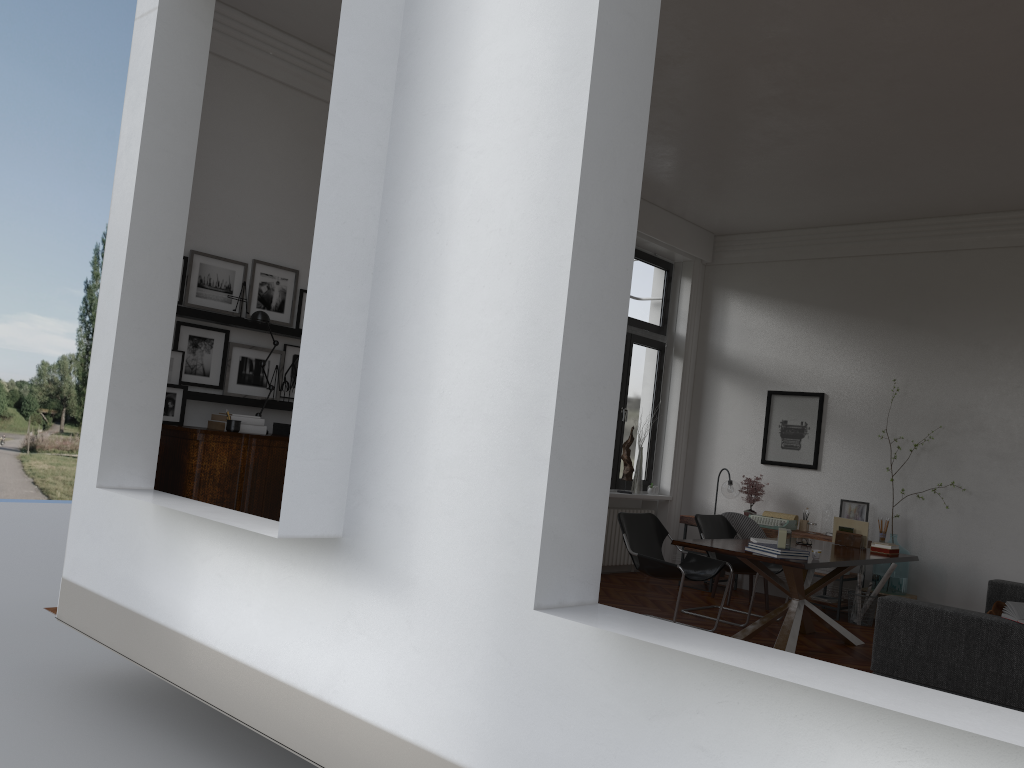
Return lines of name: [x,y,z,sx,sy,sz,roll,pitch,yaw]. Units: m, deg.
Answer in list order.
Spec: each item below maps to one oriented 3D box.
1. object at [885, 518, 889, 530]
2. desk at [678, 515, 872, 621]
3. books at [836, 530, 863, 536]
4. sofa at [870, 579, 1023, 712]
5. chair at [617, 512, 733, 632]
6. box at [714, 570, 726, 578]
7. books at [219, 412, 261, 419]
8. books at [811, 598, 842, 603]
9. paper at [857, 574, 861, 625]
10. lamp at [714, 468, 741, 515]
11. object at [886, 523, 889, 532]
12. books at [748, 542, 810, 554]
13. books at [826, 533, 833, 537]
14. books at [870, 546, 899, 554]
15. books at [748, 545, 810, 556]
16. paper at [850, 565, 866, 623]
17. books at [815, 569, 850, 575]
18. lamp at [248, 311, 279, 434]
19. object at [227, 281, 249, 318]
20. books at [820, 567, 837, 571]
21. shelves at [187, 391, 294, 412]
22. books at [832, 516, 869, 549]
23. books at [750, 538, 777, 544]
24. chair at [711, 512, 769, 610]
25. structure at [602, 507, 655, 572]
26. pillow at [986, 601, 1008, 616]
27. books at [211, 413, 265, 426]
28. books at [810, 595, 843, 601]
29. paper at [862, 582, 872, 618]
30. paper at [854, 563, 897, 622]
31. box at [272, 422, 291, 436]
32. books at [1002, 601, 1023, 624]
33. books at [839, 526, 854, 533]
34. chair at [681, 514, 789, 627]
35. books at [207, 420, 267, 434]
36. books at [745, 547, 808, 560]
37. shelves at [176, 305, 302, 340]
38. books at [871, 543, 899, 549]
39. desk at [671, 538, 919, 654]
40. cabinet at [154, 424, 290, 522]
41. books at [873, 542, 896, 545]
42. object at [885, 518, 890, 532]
object: [3.157,1.225,7.489,0.044,0.194,0.008,7,-3,-17]
desk: [2.632,1.850,9.093,1.797,0.757,0.648,3,-4,43]
books: [2.894,1.336,7.623,0.221,0.124,0.029,3,-4,43]
sofa: [3.513,1.741,5.911,1.261,0.828,2.649,3,-5,43]
chair: [1.218,1.491,6.966,0.745,0.872,0.754,4,-4,43]
box: [2.072,2.002,9.484,0.296,0.082,0.318,3,-5,43]
books: [-1.759,0.203,5.720,0.179,0.014,0.201,3,-5,43]
books: [3.040,2.085,8.569,0.196,0.014,0.268,3,-5,41]
paper: [3.210,1.993,8.196,0.073,0.478,0.033,7,-2,-10]
lamp: [2.292,1.187,9.599,0.208,0.549,0.441,7,-3,-24]
object: [3.155,1.223,7.464,0.008,0.195,0.036,8,-3,-35]
books: [1.846,1.136,6.141,0.250,0.017,0.344,8,-4,-22]
books: [3.208,1.496,8.781,0.213,0.031,0.129,7,-4,-10]
books: [3.118,1.387,7.409,0.159,0.040,0.216,3,-5,45]
books: [1.844,1.153,6.140,0.250,0.017,0.344,8,-4,-22]
paper: [3.272,1.936,8.370,0.047,0.625,0.294,5,-3,35]
books: [3.086,1.804,8.541,0.225,0.038,0.309,3,-5,42]
lamp: [-1.668,-0.067,5.923,0.174,0.802,0.491,6,-3,7]
object: [-1.840,-0.569,5.974,0.040,0.260,0.175,4,-4,43]
books: [3.090,1.770,8.555,0.225,0.038,0.309,3,-5,43]
shelves: [-1.856,0.116,5.995,0.155,0.055,1.517,3,-5,43]
books: [2.942,1.290,7.706,0.309,0.239,0.043,3,-4,42]
books: [2.021,1.253,7.001,0.231,0.026,0.326,6,-4,8]
chair: [2.256,1.706,8.649,0.715,0.899,0.548,4,-3,35]
structure: [1.090,1.757,9.779,0.225,0.777,1.456,4,-4,43]
pillow: [2.956,1.435,5.185,0.470,0.396,0.330,7,-3,-10]
books: [-1.775,0.231,5.736,0.254,0.044,0.240,3,-5,43]
books: [3.042,2.069,8.569,0.268,0.014,0.196,9,-5,-36]
paper: [3.322,2.056,8.333,0.126,0.388,0.026,7,-3,-25]
paper: [3.354,1.932,8.184,0.330,0.609,0.047,5,-3,23]
box: [-1.487,0.329,6.168,0.208,0.086,0.282,3,-5,43]
books: [2.891,1.273,4.878,0.225,0.096,0.279,7,-4,-5]
books: [2.896,1.318,7.687,0.128,0.157,0.041,4,-4,43]
chair: [2.006,1.633,7.830,0.745,0.872,0.754,4,-4,43]
books: [-1.777,0.282,5.729,0.229,0.057,0.295,3,-5,43]
books: [1.827,1.173,6.142,0.264,0.027,0.347,8,-4,-22]
shelves: [-1.798,-0.404,6.017,0.158,0.055,1.517,3,-5,43]
books: [3.124,1.354,7.420,0.164,0.028,0.208,3,-5,41]
desk: [2.237,1.657,6.908,1.029,0.750,2.230,3,-5,43]
cabinet: [-1.696,0.933,5.797,0.640,1.217,1.268,4,-4,43]
books: [3.125,1.336,7.437,0.128,0.008,0.159,3,-5,44]
object: [3.146,1.223,7.453,0.008,0.193,0.049,7,-3,-23]
